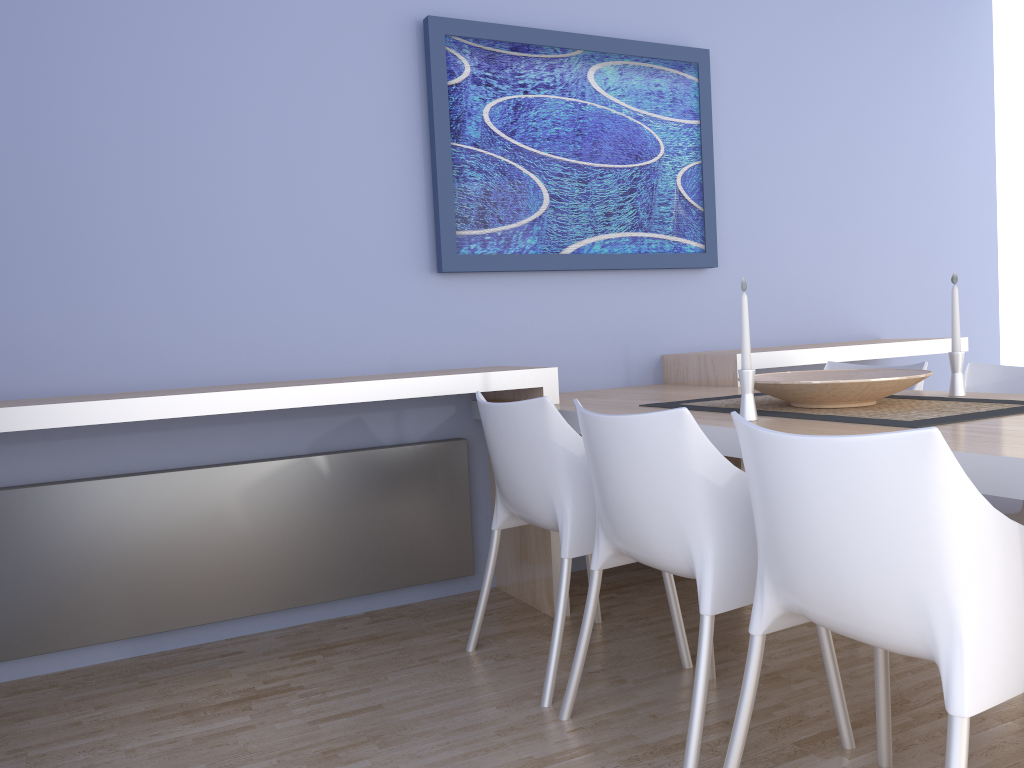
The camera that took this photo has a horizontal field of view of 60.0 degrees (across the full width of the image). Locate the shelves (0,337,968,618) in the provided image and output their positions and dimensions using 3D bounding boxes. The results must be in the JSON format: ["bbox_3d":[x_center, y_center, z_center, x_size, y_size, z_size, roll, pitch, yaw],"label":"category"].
[{"bbox_3d":[0.169,0.349,3.231,3.901,0.840,0.463,-5,4,-27],"label":"shelves"}]

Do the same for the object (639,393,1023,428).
[{"bbox_3d":[0.874,0.057,2.404,0.594,0.005,0.986,-5,4,-27],"label":"object"}]

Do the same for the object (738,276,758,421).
[{"bbox_3d":[0.566,-0.086,2.146,0.045,0.349,0.045,-2,3,15],"label":"object"}]

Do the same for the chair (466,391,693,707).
[{"bbox_3d":[0.163,0.409,2.581,0.486,0.793,0.510,-5,4,-26],"label":"chair"}]

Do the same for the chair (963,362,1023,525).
[{"bbox_3d":[1.434,0.341,2.598,0.486,0.793,0.510,-5,4,-26],"label":"chair"}]

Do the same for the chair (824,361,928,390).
[{"bbox_3d":[1.171,0.326,3.123,0.486,0.793,0.510,-5,4,-26],"label":"chair"}]

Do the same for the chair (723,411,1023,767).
[{"bbox_3d":[0.678,0.439,1.555,0.486,0.793,0.510,-5,4,-26],"label":"chair"}]

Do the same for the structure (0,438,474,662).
[{"bbox_3d":[0.152,0.424,3.427,3.843,0.503,0.064,-5,4,-27],"label":"structure"}]

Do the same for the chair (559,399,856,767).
[{"bbox_3d":[0.421,0.424,2.068,0.486,0.793,0.510,-5,4,-26],"label":"chair"}]

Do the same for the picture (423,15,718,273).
[{"bbox_3d":[0.275,-0.896,3.451,1.252,0.901,0.049,-5,4,-27],"label":"picture"}]

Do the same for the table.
[{"bbox_3d":[0.837,0.414,2.515,1.002,0.718,2.340,-5,4,-27],"label":"table"}]

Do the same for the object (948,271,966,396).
[{"bbox_3d":[1.244,-0.141,2.485,0.045,0.349,0.045,-5,4,-27],"label":"object"}]

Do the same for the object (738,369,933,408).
[{"bbox_3d":[0.868,0.015,2.402,0.493,0.081,0.493,-3,3,-8],"label":"object"}]
